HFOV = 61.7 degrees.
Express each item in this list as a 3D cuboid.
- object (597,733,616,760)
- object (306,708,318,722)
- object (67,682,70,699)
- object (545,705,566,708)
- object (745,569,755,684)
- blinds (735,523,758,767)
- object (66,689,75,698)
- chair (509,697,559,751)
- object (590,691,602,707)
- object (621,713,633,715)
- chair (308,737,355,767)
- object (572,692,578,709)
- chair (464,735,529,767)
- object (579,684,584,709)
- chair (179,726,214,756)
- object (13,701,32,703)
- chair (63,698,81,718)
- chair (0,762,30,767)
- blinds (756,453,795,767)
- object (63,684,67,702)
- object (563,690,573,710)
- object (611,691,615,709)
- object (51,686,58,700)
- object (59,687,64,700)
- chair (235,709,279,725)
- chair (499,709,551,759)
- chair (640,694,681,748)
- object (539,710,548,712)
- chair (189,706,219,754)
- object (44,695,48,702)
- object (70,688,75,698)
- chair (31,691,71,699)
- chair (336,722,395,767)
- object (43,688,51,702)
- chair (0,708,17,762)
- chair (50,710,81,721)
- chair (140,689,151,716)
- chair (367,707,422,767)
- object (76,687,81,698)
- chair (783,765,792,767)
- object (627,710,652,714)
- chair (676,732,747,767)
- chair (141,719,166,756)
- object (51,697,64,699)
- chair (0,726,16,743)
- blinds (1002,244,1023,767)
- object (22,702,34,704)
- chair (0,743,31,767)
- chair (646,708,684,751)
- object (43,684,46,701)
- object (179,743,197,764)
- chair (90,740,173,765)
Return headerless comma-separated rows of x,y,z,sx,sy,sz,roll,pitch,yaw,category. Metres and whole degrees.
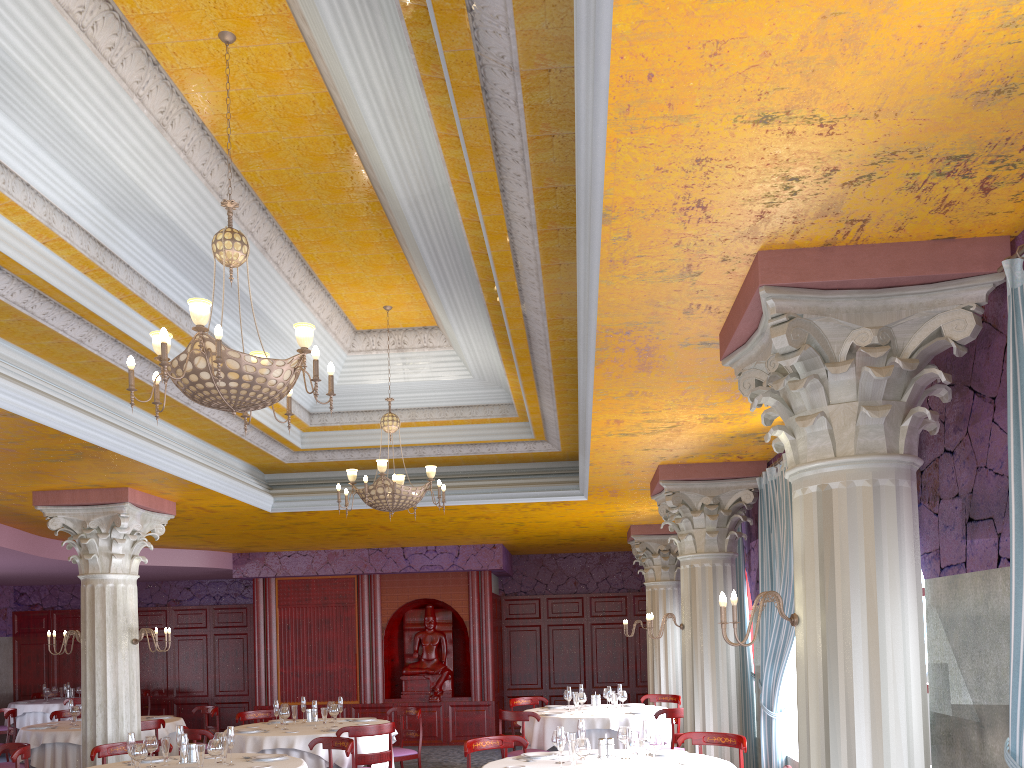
0.744,2.855,6.754,0.144,0.208,0.073,0,-3,-16,object
-2.444,4.030,10.475,0.144,0.208,0.073,0,-3,-16,object
-8.819,6.100,17.035,0.074,0.330,0.075,-1,-2,-4,object
0.612,4.530,12.018,0.313,0.023,0.325,-3,-16,4,object
3.314,3.119,11.195,0.160,2.484,3.692,-2,-12,4,object
2.602,3.167,10.196,0.245,3.461,1.739,-2,-4,3,blinds
-8.648,6.038,16.765,0.144,0.208,0.073,0,-3,-16,object
0.332,5.078,12.358,0.753,1.072,0.657,4,-8,-40,chair
1.127,4.239,11.524,0.144,0.208,0.073,0,-3,-16,object
1.458,4.143,10.754,0.028,0.013,0.238,9,-19,-38,object
-1.778,3.822,7.865,0.650,1.072,0.762,3,-8,-40,chair
0.864,4.326,11.703,0.086,0.233,0.087,-1,-3,-16,object
-0.051,3.694,7.589,0.753,1.072,0.657,4,-8,-40,chair
0.955,4.301,11.794,0.074,0.330,0.074,-3,-3,41,object
-3.377,4.368,9.583,0.650,1.072,0.762,3,-8,-40,chair
-9.244,6.015,16.178,0.313,0.023,0.325,3,-17,-15,object
-7.855,6.289,15.735,0.753,1.072,0.657,4,-8,-40,chair
-6.427,4.790,10.745,0.650,1.072,0.762,3,-8,-40,chair
2.386,2.388,7.515,0.245,3.461,1.738,-2,-4,5,blinds
-8.514,5.885,16.328,0.074,0.330,0.075,-1,-2,-4,object
0.764,4.297,11.641,0.123,0.260,0.124,-3,-4,18,object
1.373,4.307,11.685,0.086,0.233,0.086,-3,-4,29,object
-9.011,6.096,16.882,0.124,0.260,0.123,-5,-6,40,object
-8.911,6.124,16.944,0.086,0.233,0.087,-1,-3,-16,object
-3.239,4.869,11.310,0.753,1.072,0.657,4,-8,-40,chair
0.193,4.577,10.632,0.650,1.072,0.762,3,-8,-40,chair
2.058,4.991,12.221,0.650,1.072,0.762,3,-8,-40,chair
0.415,4.385,11.477,0.160,0.009,0.163,-9,-18,23,object
-4.562,5.204,12.334,0.650,1.072,0.762,3,-8,-40,chair
-8.929,5.976,16.435,0.086,0.233,0.087,-1,-3,-16,object
-8.420,5.957,16.417,0.086,0.233,0.087,-1,-3,-16,object
-9.443,6.877,17.599,0.753,1.072,0.657,4,-8,-40,chair
-1.651,4.281,9.446,0.753,1.072,0.657,4,-8,-40,chair
-8.868,5.932,16.336,0.124,0.260,0.123,-5,-6,40,object
-7.855,5.480,12.970,0.650,1.072,0.762,3,-8,-40,chair
-6.288,5.292,12.471,0.753,1.072,0.657,4,-8,-40,chair
-7.716,6.790,17.462,0.650,1.072,0.762,3,-8,-40,chair
-1.512,4.782,11.172,0.650,1.072,0.762,3,-8,-40,chair
-8.321,5.959,16.479,0.123,0.260,0.124,-3,-4,18,object
1.537,3.106,5.725,0.753,1.072,0.657,4,-8,-40,chair
1.612,4.163,10.856,0.313,0.023,0.325,-3,-16,4,object
1.675,3.607,7.452,0.650,1.072,0.762,3,-8,-40,chair
-4.700,4.703,10.608,0.753,1.072,0.657,4,-8,-40,chair
-9.162,6.329,17.259,0.313,0.023,0.325,3,-17,-15,object
-9.581,6.376,15.873,0.650,1.072,0.762,3,-8,-40,chair
2.002,0.997,2.723,0.245,3.461,1.738,-2,-4,5,blinds
-9.081,5.973,16.041,0.259,0.019,0.056,10,-19,-36,object
-4.903,3.971,8.084,0.650,1.072,0.762,3,-8,-40,chair
1.920,4.490,10.494,0.753,1.072,0.657,4,-8,-40,chair
-9.020,5.957,16.529,0.074,0.330,0.075,-1,-2,-4,object
-2.710,3.069,7.167,0.144,0.208,0.073,0,-3,-16,object
-3.504,3.909,8.002,0.753,1.072,0.657,4,-8,-40,chair
